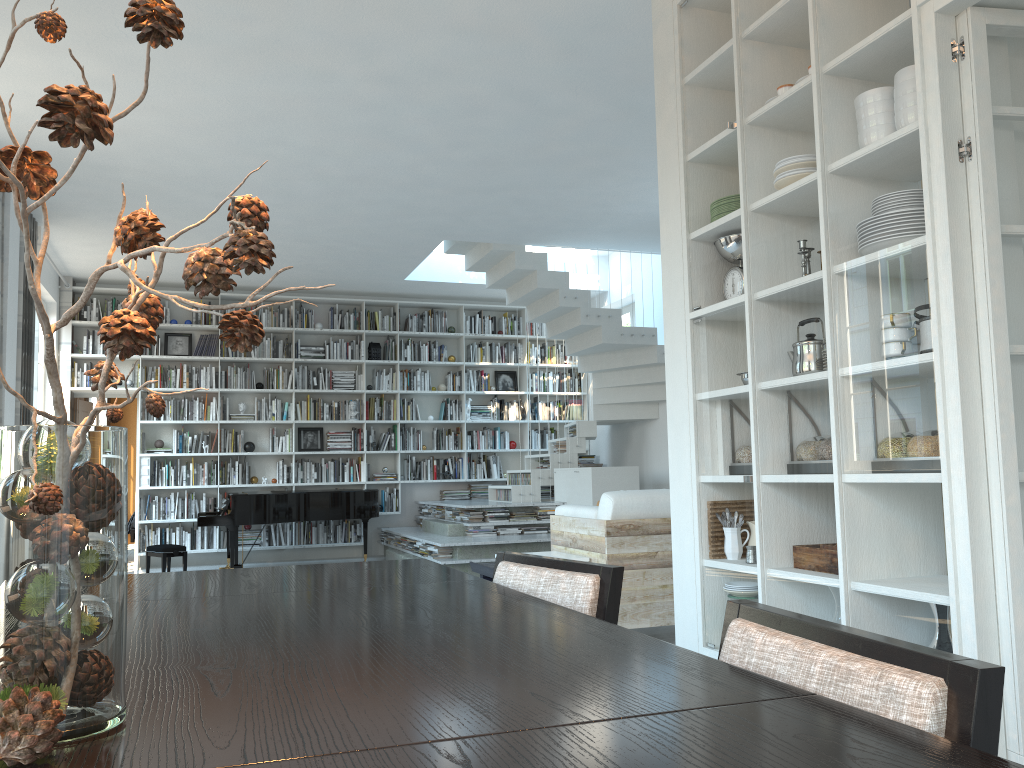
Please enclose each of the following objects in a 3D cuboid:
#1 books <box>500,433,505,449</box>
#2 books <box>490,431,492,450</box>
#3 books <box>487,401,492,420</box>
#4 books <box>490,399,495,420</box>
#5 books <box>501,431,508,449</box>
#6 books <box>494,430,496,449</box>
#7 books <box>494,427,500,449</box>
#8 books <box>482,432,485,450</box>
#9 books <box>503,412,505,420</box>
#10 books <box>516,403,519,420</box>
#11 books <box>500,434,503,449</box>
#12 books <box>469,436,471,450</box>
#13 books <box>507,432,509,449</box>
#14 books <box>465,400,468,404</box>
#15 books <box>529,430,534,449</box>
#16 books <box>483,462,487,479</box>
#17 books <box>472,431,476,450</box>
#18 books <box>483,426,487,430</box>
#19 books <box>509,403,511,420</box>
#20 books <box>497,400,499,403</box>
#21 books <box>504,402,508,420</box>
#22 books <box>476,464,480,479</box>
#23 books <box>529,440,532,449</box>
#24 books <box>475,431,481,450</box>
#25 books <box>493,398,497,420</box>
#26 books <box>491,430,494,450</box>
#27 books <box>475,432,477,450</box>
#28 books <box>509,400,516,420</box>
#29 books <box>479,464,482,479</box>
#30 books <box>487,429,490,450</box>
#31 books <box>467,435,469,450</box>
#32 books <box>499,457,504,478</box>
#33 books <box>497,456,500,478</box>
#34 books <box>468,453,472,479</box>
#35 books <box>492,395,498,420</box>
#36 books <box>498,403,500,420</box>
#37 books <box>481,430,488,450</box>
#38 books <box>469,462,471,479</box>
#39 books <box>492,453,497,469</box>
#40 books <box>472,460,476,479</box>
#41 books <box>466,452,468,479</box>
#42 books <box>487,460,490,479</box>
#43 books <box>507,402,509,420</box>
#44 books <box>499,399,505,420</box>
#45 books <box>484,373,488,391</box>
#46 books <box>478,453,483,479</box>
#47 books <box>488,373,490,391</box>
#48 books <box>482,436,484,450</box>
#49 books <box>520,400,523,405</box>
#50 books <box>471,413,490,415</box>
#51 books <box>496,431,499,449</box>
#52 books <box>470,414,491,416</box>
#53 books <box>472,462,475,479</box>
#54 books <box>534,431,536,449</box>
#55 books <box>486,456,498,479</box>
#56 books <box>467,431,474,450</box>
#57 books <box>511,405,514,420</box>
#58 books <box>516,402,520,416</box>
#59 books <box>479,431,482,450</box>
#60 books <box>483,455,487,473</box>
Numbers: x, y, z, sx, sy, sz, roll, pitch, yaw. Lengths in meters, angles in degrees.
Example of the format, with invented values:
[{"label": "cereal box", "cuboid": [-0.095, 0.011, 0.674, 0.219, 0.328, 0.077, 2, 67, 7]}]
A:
[{"label": "books", "cuboid": [-0.131, 0.743, 11.470, 0.037, 0.218, 0.139, 1, -6, -19]}, {"label": "books", "cuboid": [-0.292, 0.727, 11.411, 0.026, 0.246, 0.166, 1, -6, -19]}, {"label": "books", "cuboid": [-0.285, 0.357, 11.446, 0.012, 0.254, 0.161, 1, -6, -19]}, {"label": "books", "cuboid": [-0.248, 0.343, 11.471, 0.012, 0.285, 0.159, 1, -6, -19]}, {"label": "books", "cuboid": [-0.099, 0.734, 11.473, 0.025, 0.235, 0.181, 1, -6, -19]}, {"label": "books", "cuboid": [-0.239, 0.724, 11.436, 0.012, 0.254, 0.161, 1, -6, -19]}, {"label": "books", "cuboid": [-0.193, 0.704, 11.432, 0.026, 0.290, 0.181, 1, -6, -19]}, {"label": "books", "cuboid": [-0.379, 0.733, 11.375, 0.012, 0.229, 0.179, 1, -6, -19]}, {"label": "books", "cuboid": [-0.125, 0.350, 11.526, 0.010, 0.278, 0.129, 1, -6, -19]}, {"label": "books", "cuboid": [0.040, 0.368, 11.547, 0.041, 0.239, 0.176, 1, -6, -19]}, {"label": "books", "cuboid": [-0.157, 0.750, 11.444, 0.030, 0.200, 0.189, 1, -6, -19]}, {"label": "books", "cuboid": [-0.555, 0.753, 11.308, 0.022, 0.183, 0.163, 1, -6, -19]}, {"label": "books", "cuboid": [-0.075, 0.741, 11.482, 0.027, 0.223, 0.170, 1, -6, -19]}, {"label": "books", "cuboid": [-0.591, 0.348, 11.351, 0.028, 0.267, 0.138, 1, -6, -19]}, {"label": "books", "cuboid": [0.246, 0.730, 11.585, 0.024, 0.252, 0.175, 1, -6, -19]}, {"label": "books", "cuboid": [-0.370, 1.103, 11.340, 0.052, 0.217, 0.184, 1, -6, -19]}, {"label": "books", "cuboid": [-0.499, 0.724, 11.339, 0.024, 0.246, 0.143, 1, -6, -19]}, {"label": "books", "cuboid": [-0.341, 0.699, 11.390, 0.013, 0.299, 0.147, 1, -6, -19]}, {"label": "books", "cuboid": [-0.046, 0.372, 11.547, 0.028, 0.235, 0.129, 1, -6, -19]}, {"label": "books", "cuboid": [-0.187, 0.346, 11.490, 0.013, 0.280, 0.131, 1, -6, -19]}, {"label": "books", "cuboid": [-0.098, 0.366, 11.512, 0.031, 0.242, 0.147, 1, -6, -19]}, {"label": "books", "cuboid": [-0.448, 1.118, 11.323, 0.030, 0.187, 0.140, 1, -6, -19]}, {"label": "books", "cuboid": [0.189, 0.719, 11.582, 0.085, 0.278, 0.159, 1, -6, -19]}, {"label": "books", "cuboid": [-0.452, 0.723, 11.336, 0.045, 0.246, 0.186, 1, -6, -19]}, {"label": "books", "cuboid": [-0.229, 0.333, 11.451, 0.011, 0.299, 0.184, 1, -6, -19]}, {"label": "books", "cuboid": [-0.267, 0.723, 11.399, 0.014, 0.249, 0.177, 1, -6, -19]}, {"label": "books", "cuboid": [-0.479, 0.734, 11.331, 0.011, 0.222, 0.163, 1, -6, -19]}, {"label": "books", "cuboid": [0.012, 0.351, 11.536, 0.021, 0.270, 0.191, 1, -6, -19]}, {"label": "books", "cuboid": [-0.420, 1.119, 11.325, 0.024, 0.185, 0.149, 1, -6, -19]}, {"label": "books", "cuboid": [-0.324, 0.716, 11.376, 0.012, 0.262, 0.186, 1, -6, -19]}, {"label": "books", "cuboid": [-0.577, 0.752, 11.303, 0.023, 0.186, 0.159, 1, -6, -19]}, {"label": "books", "cuboid": [-0.159, 1.079, 11.423, 0.062, 0.273, 0.148, 1, -6, -19]}, {"label": "books", "cuboid": [-0.197, 1.070, 11.400, 0.025, 0.287, 0.160, 1, -6, -19]}, {"label": "books", "cuboid": [-0.532, 1.049, 11.310, 0.013, 0.326, 0.131, 1, -6, -19]}, {"label": "books", "cuboid": [-0.218, 0.314, 11.455, 0.010, 0.339, 0.180, 1, -6, -19]}, {"label": "books", "cuboid": [-0.201, 0.366, 11.464, 0.030, 0.236, 0.179, 1, -6, -19]}, {"label": "books", "cuboid": [-0.353, 0.718, 11.361, 0.028, 0.255, 0.191, 1, -6, -19]}, {"label": "books", "cuboid": [-0.553, 1.105, 11.298, 0.033, 0.213, 0.140, 1, -6, -19]}, {"label": "books", "cuboid": [-0.223, 1.053, 11.417, 0.012, 0.325, 0.136, 1, -6, -19]}, {"label": "books", "cuboid": [-0.490, 1.089, 11.298, 0.015, 0.243, 0.157, 1, -6, -19]}, {"label": "books", "cuboid": [-0.585, 1.042, 11.278, 0.014, 0.337, 0.132, 1, -6, -19]}, {"label": "books", "cuboid": [-0.323, 1.093, 11.362, 0.031, 0.239, 0.172, 1, -6, -19]}, {"label": "books", "cuboid": [-0.074, 0.364, 11.539, 0.031, 0.250, 0.133, 1, -6, -19]}, {"label": "books", "cuboid": [-0.148, 0.345, 11.489, 0.059, 0.281, 0.167, 1, -6, -19]}, {"label": "books", "cuboid": [-0.349, -0.010, 11.457, 0.021, 0.253, 0.167, 1, -6, -19]}, {"label": "books", "cuboid": [-0.403, 1.045, 11.335, 0.014, 0.333, 0.169, 1, -6, -19]}, {"label": "books", "cuboid": [-0.323, -0.006, 11.455, 0.026, 0.243, 0.178, 1, -6, -19]}, {"label": "books", "cuboid": [-0.394, 0.756, 11.357, 0.027, 0.181, 0.186, 1, -6, -19]}, {"label": "books", "cuboid": [0.133, 0.350, 11.613, 0.029, 0.283, 0.139, 1, -6, -19]}, {"label": "books", "cuboid": [-0.430, 0.391, 11.390, 0.254, 0.012, 0.161, 1, -6, -24]}, {"label": "books", "cuboid": [-0.214, 0.727, 11.418, 0.023, 0.243, 0.190, 1, -6, -19]}, {"label": "books", "cuboid": [-0.432, 0.404, 11.395, 0.285, 0.012, 0.159, 1, -6, -21]}, {"label": "books", "cuboid": [-0.510, 1.104, 11.301, 0.023, 0.214, 0.163, 1, -6, -19]}, {"label": "books", "cuboid": [0.272, 0.739, 11.602, 0.037, 0.235, 0.153, 1, -6, -19]}, {"label": "books", "cuboid": [-0.260, 1.064, 11.342, 0.075, 0.291, 0.255, 1, -6, -19]}, {"label": "books", "cuboid": [-0.529, 0.723, 11.316, 0.047, 0.244, 0.177, 1, -6, -19]}, {"label": "books", "cuboid": [-0.018, 0.382, 11.548, 0.025, 0.213, 0.155, 1, -6, -19]}, {"label": "books", "cuboid": [0.066, 0.362, 11.572, 0.024, 0.254, 0.145, 1, -6, -19]}, {"label": "books", "cuboid": [-0.424, 0.728, 11.362, 0.026, 0.239, 0.177, 1, -6, -19]}, {"label": "books", "cuboid": [-0.349, 1.063, 11.375, 0.010, 0.304, 0.131, 1, -6, -19]}]
